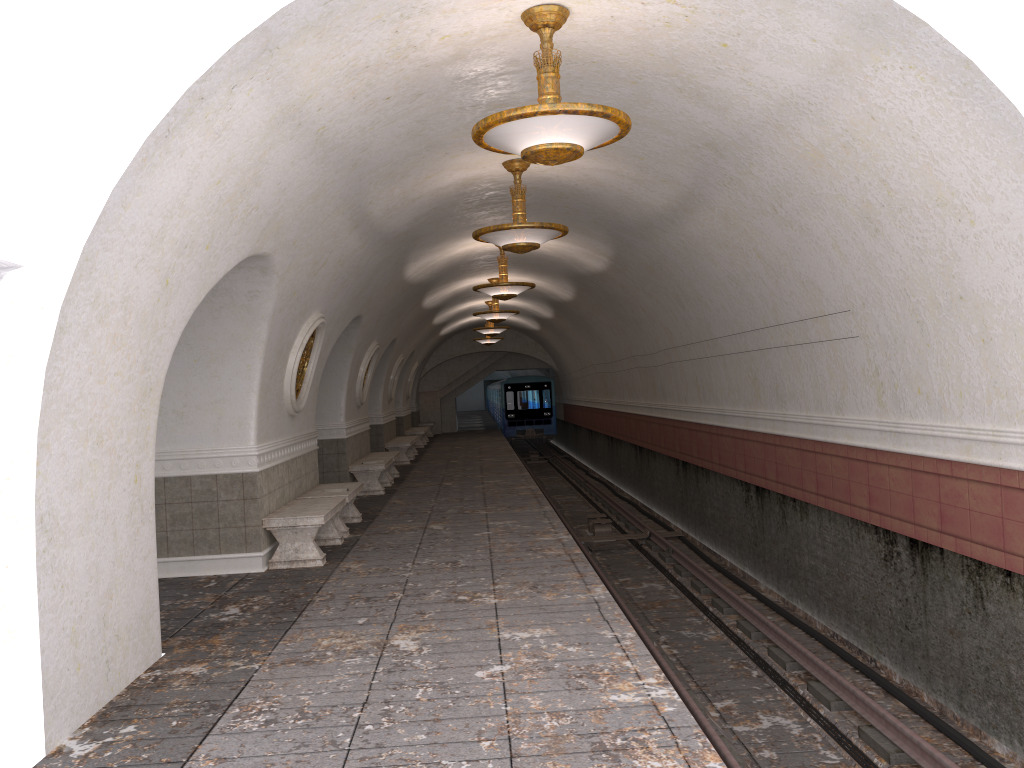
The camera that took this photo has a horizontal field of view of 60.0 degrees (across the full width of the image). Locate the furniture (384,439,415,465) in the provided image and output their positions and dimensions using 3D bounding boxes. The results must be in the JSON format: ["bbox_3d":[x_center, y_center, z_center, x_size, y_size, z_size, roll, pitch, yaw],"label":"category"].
[{"bbox_3d":[-2.699,1.644,21.470,0.613,0.508,1.509,-3,0,-3],"label":"furniture"}]

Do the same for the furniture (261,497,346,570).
[{"bbox_3d":[-2.172,1.565,9.452,0.613,0.508,1.509,-3,0,-3],"label":"furniture"}]

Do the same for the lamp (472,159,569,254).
[{"bbox_3d":[0.074,-1.831,9.252,1.008,0.955,1.008,-3,0,-18],"label":"lamp"}]

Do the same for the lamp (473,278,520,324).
[{"bbox_3d":[-0.351,-1.767,18.935,1.008,0.955,1.008,-3,0,13],"label":"lamp"}]

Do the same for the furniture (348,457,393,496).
[{"bbox_3d":[-2.435,1.604,15.455,0.613,0.508,1.509,-3,0,-3],"label":"furniture"}]

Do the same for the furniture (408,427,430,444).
[{"bbox_3d":[-3.034,1.695,29.106,0.613,0.508,1.509,-3,0,-3],"label":"furniture"}]

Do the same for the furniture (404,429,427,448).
[{"bbox_3d":[-2.961,1.684,27.427,0.613,0.508,1.509,-3,0,-3],"label":"furniture"}]

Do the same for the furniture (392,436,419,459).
[{"bbox_3d":[-2.773,1.656,23.150,0.613,0.508,1.509,-3,0,-3],"label":"furniture"}]

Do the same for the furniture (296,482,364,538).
[{"bbox_3d":[-2.245,1.576,11.132,0.613,0.508,1.509,-3,0,-3],"label":"furniture"}]

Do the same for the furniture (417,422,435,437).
[{"bbox_3d":[-3.237,1.726,33.723,0.613,0.508,1.509,-3,0,-3],"label":"furniture"}]

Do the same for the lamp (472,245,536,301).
[{"bbox_3d":[-0.139,-1.799,14.110,1.008,0.955,1.008,-3,0,-18],"label":"lamp"}]

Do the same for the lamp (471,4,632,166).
[{"bbox_3d":[0.234,-1.855,5.601,1.008,0.955,1.008,-3,0,43],"label":"lamp"}]

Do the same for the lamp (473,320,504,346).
[{"bbox_3d":[-0.775,-1.703,28.584,1.008,0.955,1.008,-3,0,43],"label":"lamp"}]

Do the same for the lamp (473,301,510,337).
[{"bbox_3d":[-0.563,-1.735,23.758,1.008,0.955,1.008,-3,0,13],"label":"lamp"}]

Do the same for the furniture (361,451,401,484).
[{"bbox_3d":[-2.509,1.616,17.135,0.613,0.508,1.509,-3,0,-3],"label":"furniture"}]
